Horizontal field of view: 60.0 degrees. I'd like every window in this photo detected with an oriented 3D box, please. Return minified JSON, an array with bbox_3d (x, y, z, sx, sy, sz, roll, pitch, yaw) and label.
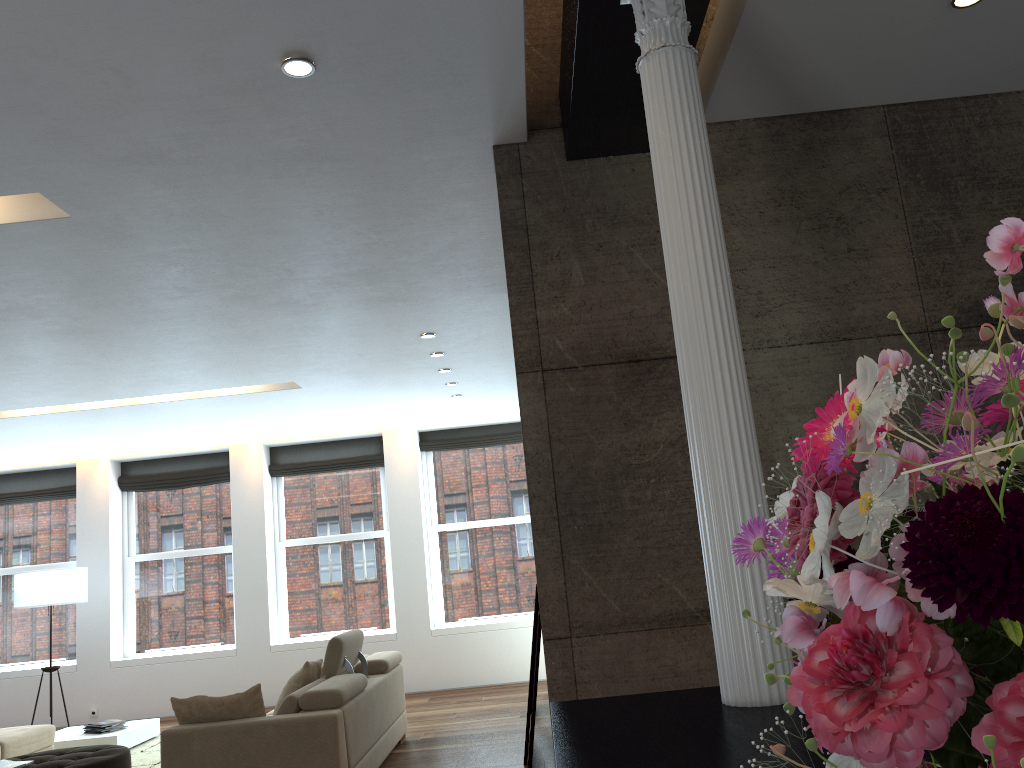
[{"bbox_3d":[-2.138,1.885,10.678,1.443,2.400,0.123,-6,-11,0],"label":"window"},{"bbox_3d":[-0.245,1.693,10.663,1.563,2.400,0.123,-6,-11,0],"label":"window"},{"bbox_3d":[-3.970,2.071,10.693,1.442,2.400,0.123,-6,-11,0],"label":"window"},{"bbox_3d":[-5.797,2.257,10.708,1.432,2.400,0.123,-6,-11,0],"label":"window"}]

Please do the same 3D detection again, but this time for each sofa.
[{"bbox_3d":[-4.375,2.561,6.231,1.021,0.950,2.581,-6,-11,0],"label":"sofa"},{"bbox_3d":[-1.443,2.264,6.208,1.021,0.950,2.581,-6,-11,0],"label":"sofa"}]

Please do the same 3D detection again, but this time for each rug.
[{"bbox_3d":[-3.010,2.967,6.550,2.972,0.020,4.231,-6,-11,0],"label":"rug"}]

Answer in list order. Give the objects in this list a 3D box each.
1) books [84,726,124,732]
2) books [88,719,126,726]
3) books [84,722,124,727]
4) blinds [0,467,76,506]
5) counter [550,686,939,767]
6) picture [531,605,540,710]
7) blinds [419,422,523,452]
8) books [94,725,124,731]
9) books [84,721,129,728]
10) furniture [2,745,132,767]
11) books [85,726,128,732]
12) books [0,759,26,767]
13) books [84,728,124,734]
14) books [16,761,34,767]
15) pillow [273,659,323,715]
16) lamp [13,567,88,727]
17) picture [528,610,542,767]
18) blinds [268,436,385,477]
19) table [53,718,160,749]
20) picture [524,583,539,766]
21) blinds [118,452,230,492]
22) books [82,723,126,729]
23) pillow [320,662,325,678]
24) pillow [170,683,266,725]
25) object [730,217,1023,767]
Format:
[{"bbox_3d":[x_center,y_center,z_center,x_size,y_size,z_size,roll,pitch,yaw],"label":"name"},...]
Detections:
[{"bbox_3d":[-3.722,3.143,8.092,0.300,0.010,0.220,-14,-14,35],"label":"books"},{"bbox_3d":[-3.711,3.098,8.121,0.300,0.010,0.220,-15,-15,40],"label":"books"},{"bbox_3d":[-3.725,3.105,8.099,0.300,0.010,0.220,-14,-14,35],"label":"books"},{"bbox_3d":[-5.898,1.252,10.833,1.431,0.395,0.183,-6,-11,0],"label":"blinds"},{"bbox_3d":[0.549,0.455,0.546,1.000,0.040,3.700,-6,-11,0],"label":"counter"},{"bbox_3d":[0.221,2.495,8.266,0.195,0.988,0.700,-6,-11,0],"label":"picture"},{"bbox_3d":[-0.349,0.638,10.814,1.563,0.275,0.156,-6,-11,0],"label":"blinds"},{"bbox_3d":[-3.707,3.136,8.114,0.220,0.010,0.300,4,-15,-39],"label":"books"},{"bbox_3d":[-3.709,3.117,8.118,0.300,0.010,0.220,-9,-12,15],"label":"books"},{"bbox_3d":[-3.030,2.609,5.723,1.057,0.355,1.057,-6,-11,2],"label":"furniture"},{"bbox_3d":[-3.706,3.155,8.110,0.300,0.010,0.220,-10,-12,20],"label":"books"},{"bbox_3d":[-3.226,2.404,5.552,0.301,0.040,0.220,-14,-14,35],"label":"books"},{"bbox_3d":[-3.720,3.162,8.088,0.300,0.010,0.220,-14,-14,35],"label":"books"},{"bbox_3d":[-3.210,2.414,5.571,0.300,0.031,0.219,-9,-12,15],"label":"books"},{"bbox_3d":[-1.449,2.086,5.984,0.301,0.439,0.534,-5,-11,-3],"label":"pillow"},{"bbox_3d":[-4.836,2.831,9.300,0.698,1.728,0.698,-11,-13,24],"label":"lamp"},{"bbox_3d":[0.142,1.949,5.545,0.195,0.988,0.700,-6,-11,0],"label":"picture"},{"bbox_3d":[-2.237,0.883,10.819,1.442,0.393,0.156,-6,-11,0],"label":"blinds"},{"bbox_3d":[-3.871,3.284,8.161,0.900,0.170,0.900,-6,-11,0],"label":"table"},{"bbox_3d":[0.150,2.079,6.561,0.225,1.140,1.183,-6,-11,0],"label":"picture"},{"bbox_3d":[-4.068,1.076,10.832,1.439,0.424,0.156,-6,-11,0],"label":"blinds"},{"bbox_3d":[-3.723,3.124,8.096,0.300,0.010,0.220,-11,-13,25],"label":"books"},{"bbox_3d":[-1.443,2.221,6.594,0.368,0.416,0.519,-5,-11,-4],"label":"pillow"},{"bbox_3d":[-1.705,1.982,5.237,0.518,0.393,0.395,-5,-11,-3],"label":"pillow"},{"bbox_3d":[0.420,0.166,0.546,0.570,0.552,0.544,-7,-12,6],"label":"object"}]
